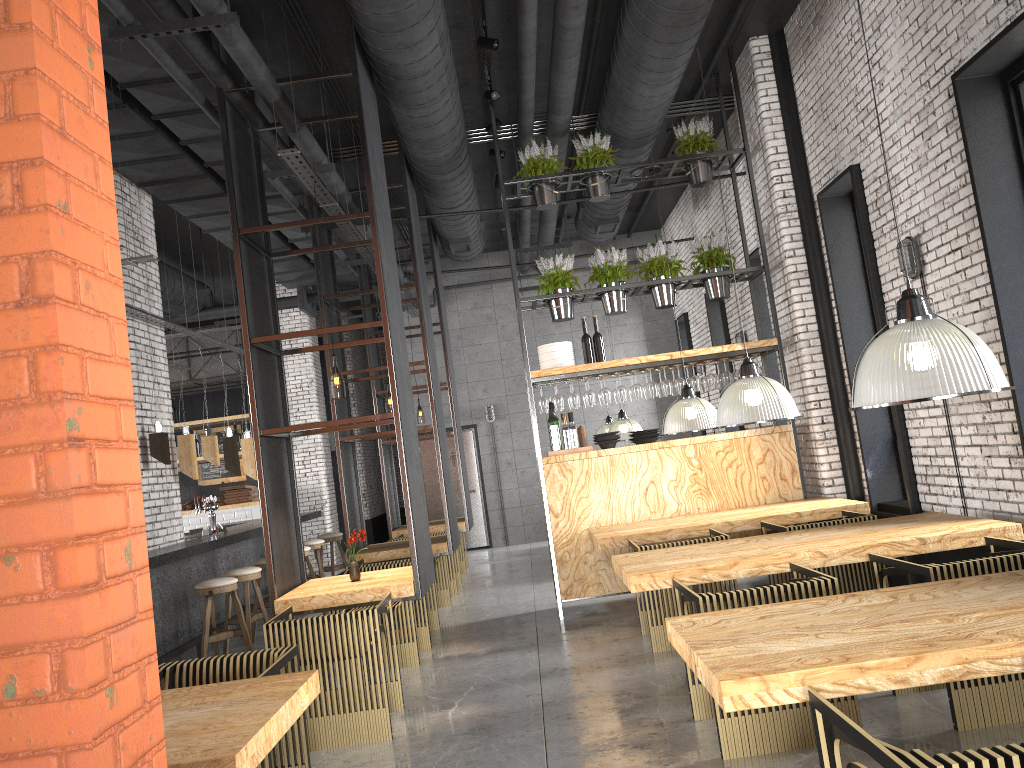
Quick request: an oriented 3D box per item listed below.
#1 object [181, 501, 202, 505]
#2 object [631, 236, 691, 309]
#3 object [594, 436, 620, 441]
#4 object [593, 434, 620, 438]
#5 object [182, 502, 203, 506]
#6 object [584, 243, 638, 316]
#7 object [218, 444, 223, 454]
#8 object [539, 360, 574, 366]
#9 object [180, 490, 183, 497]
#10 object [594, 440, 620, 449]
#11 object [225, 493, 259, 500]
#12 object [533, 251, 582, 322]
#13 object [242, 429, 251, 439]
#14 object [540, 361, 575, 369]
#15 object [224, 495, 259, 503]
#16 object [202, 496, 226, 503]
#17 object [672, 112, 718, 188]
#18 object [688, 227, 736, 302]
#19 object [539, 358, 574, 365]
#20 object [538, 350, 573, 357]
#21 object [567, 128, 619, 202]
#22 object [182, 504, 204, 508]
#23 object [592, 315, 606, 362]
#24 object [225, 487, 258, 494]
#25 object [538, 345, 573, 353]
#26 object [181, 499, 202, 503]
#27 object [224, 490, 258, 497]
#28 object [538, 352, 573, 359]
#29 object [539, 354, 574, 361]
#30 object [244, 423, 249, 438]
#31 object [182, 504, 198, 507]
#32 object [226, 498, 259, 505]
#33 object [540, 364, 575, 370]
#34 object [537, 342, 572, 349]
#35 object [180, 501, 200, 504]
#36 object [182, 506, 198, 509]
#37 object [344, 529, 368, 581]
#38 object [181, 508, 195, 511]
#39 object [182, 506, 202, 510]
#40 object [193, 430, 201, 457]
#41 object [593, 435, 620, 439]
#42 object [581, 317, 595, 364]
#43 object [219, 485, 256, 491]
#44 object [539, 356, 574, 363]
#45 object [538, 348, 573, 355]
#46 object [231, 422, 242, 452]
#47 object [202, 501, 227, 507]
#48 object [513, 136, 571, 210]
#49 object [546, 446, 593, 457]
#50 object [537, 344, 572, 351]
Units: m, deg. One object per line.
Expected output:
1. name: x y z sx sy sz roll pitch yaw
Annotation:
1. object: -5.226 1.938 14.393 0.457 0.019 0.407 -12 -6 42
2. object: 1.426 -1.008 8.469 0.467 0.560 0.415 -3 -7 -43
3. object: 0.891 0.539 8.279 0.256 0.075 0.257 -10 -5 25
4. object: 0.888 0.517 8.281 0.257 0.072 0.256 -8 -5 0
5. object: -5.250 1.958 14.390 0.406 0.019 0.458 -12 -6 42
6. object: 0.950 -0.944 8.461 0.467 0.560 0.415 -7 -5 -6
7. object: -4.838 1.080 14.706 0.118 0.181 0.118 -3 -7 -40
8. object: 0.427 -0.182 8.356 0.335 0.037 0.334 -5 -6 -34
9. object: -5.422 1.895 14.293 0.242 0.339 0.487 -6 -5 -14
10. object: 0.894 0.570 8.275 0.257 0.067 0.256 -8 -5 8
11. object: -4.348 1.811 14.344 0.405 0.044 0.634 -7 -5 -3
12. object: 0.451 -0.879 8.423 0.416 0.560 0.466 -4 -6 -35
13. object: -4.441 0.934 14.908 0.157 0.406 0.105 -8 -6 4
14. object: 0.429 -0.163 8.355 0.335 0.046 0.333 -6 -5 -19
15. object: -4.342 1.855 14.340 0.405 0.044 0.635 -8 -5 3
16. object: -4.797 1.867 14.358 0.440 0.154 0.436 -3 -6 -43
17. object: 1.785 -2.187 8.518 0.416 0.560 0.466 -9 -5 10
18. object: 1.922 -1.078 8.427 0.416 0.560 0.467 -10 -6 19
19. object: 0.423 -0.201 8.358 0.335 0.040 0.334 -4 -6 -36
20. object: 0.413 -0.275 8.365 0.335 0.043 0.334 -6 -5 -16
21. object: 0.810 -2.053 8.543 0.416 0.560 0.466 -3 -7 -42
22. object: -5.236 1.988 14.390 0.458 0.019 0.406 -5 -5 -31
23. object: 0.813 -0.414 8.374 0.098 0.472 0.098 -5 -6 -22
24. object: -4.360 1.723 14.353 0.405 0.044 0.634 -7 -5 -6
25. object: 0.408 -0.313 8.370 0.335 0.044 0.333 -5 -5 -29
26. object: -5.254 1.910 14.396 0.458 0.019 0.406 -3 -6 -43
27. object: -4.354 1.767 14.348 0.405 0.044 0.634 -8 -5 1
28. object: 0.416 -0.255 8.363 0.334 0.039 0.334 -8 -5 8
29. object: 0.418 -0.240 8.361 0.334 0.040 0.334 -10 -5 22
30. object: -4.451 0.858 14.911 0.140 0.551 0.096 -8 -6 4
31. object: -5.264 1.975 14.377 0.406 0.019 0.457 -9 -5 14
32. object: -4.336 1.898 14.335 0.405 0.044 0.634 -7 -5 -4
33. object: 0.432 -0.143 8.352 0.334 0.033 0.335 -11 -6 38
34. object: 0.403 -0.351 8.374 0.335 0.039 0.334 -5 -5 -26
35. object: -5.234 1.923 14.396 0.457 0.019 0.407 -11 -5 33
36. object: -5.227 2.003 14.389 0.457 0.019 0.406 -10 -5 28
37. object: -1.088 1.203 6.261 0.171 0.356 0.156 -3 -7 -42
38. object: -5.218 2.034 14.385 0.457 0.019 0.407 -11 -6 35
39. object: -5.203 2.016 14.379 0.407 0.019 0.457 -5 -5 -27
40. object: -5.298 1.010 14.880 0.098 0.472 0.098 -8 -6 7
41. object: 0.889 0.521 8.279 0.257 0.072 0.256 -5 -5 -28
42. object: 0.706 -0.399 8.374 0.098 0.472 0.098 -5 -6 -22
43. object: -4.418 1.681 14.294 0.406 0.094 0.635 -8 -5 -2
44. object: 0.421 -0.220 8.360 0.335 0.039 0.334 -5 -6 -33
45. object: 0.411 -0.294 8.368 0.335 0.041 0.334 -5 -5 -30
46. object: -4.637 0.884 14.901 0.157 0.555 0.105 -8 -6 4
47. object: -4.791 1.934 14.348 0.436 0.097 0.436 -10 -5 25
48. object: 0.293 -1.980 8.577 0.467 0.560 0.415 -5 -6 -26
49. object: 0.537 0.635 8.324 0.411 0.050 0.410 -8 -5 -1
50. object: 0.406 -0.332 8.371 0.335 0.039 0.334 -6 -5 -25
